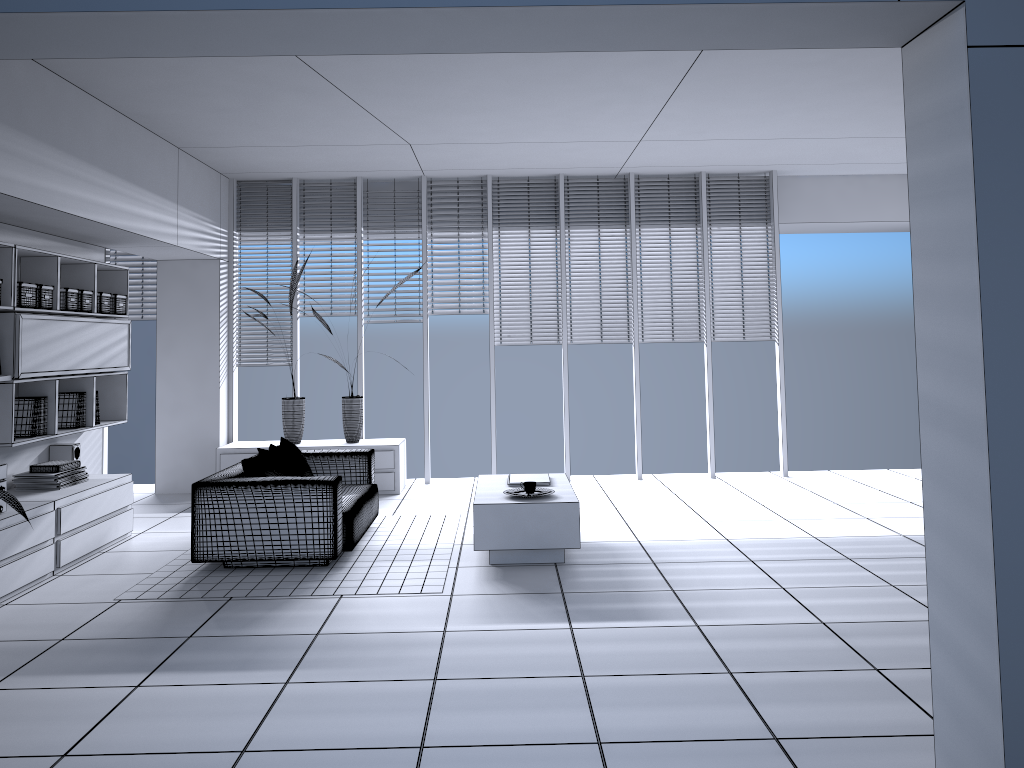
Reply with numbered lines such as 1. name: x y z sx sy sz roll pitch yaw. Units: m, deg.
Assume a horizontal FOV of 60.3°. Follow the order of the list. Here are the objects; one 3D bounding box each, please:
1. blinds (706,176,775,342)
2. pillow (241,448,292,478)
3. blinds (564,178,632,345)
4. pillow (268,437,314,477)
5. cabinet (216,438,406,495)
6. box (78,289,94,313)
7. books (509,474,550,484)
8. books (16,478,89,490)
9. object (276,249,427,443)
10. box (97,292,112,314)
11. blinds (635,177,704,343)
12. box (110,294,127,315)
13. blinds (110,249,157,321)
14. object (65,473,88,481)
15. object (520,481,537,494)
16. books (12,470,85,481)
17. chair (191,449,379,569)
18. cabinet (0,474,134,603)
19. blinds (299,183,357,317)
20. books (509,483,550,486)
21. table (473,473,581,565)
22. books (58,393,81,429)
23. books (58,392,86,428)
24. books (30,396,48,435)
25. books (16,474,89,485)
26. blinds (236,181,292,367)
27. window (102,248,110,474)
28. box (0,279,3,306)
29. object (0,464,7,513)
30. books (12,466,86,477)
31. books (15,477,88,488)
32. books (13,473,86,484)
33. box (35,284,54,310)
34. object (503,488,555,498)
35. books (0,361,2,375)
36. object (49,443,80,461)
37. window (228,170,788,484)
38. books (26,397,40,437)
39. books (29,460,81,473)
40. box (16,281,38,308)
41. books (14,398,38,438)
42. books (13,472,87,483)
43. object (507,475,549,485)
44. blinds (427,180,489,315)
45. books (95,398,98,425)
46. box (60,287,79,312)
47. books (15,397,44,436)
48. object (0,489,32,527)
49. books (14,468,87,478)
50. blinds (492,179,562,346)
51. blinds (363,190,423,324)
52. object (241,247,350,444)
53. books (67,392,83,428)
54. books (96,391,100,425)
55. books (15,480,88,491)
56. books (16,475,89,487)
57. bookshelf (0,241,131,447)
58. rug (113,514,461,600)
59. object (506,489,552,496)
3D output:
1. blinds: 2.310 -1.277 8.952 0.715 1.699 0.047 -1 -4 -1
2. pillow: -1.595 0.651 5.889 0.340 0.390 0.566 -1 1 -3
3. blinds: 0.871 -1.251 8.933 0.715 1.699 0.047 -1 -4 -1
4. pillow: -1.602 0.602 6.470 0.300 0.400 0.565 -1 1 -3
5. cabinet: -1.871 0.788 8.334 1.675 0.452 0.596 -1 0 -1
6. box: -3.233 -0.602 6.432 0.280 0.163 0.178 -1 0 -1
7. books: 0.122 0.666 6.207 0.285 0.008 0.415 -1 3 1
8. books: -3.122 0.679 6.009 0.285 0.008 0.415 -1 3 1
9. object: -1.566 -0.372 8.253 1.551 1.874 0.688 -1 -3 -6
10. box: -3.236 -0.616 6.734 0.280 0.163 0.178 -1 0 -1
11. blinds: 1.592 -1.264 8.943 0.715 1.699 0.047 -1 -4 -1
12. box: -3.240 -0.629 7.002 0.280 0.163 0.216 -1 0 -1
13. blinds: -3.748 -1.329 8.915 0.637 1.384 0.038 -1 -4 -1
14. object: -3.127 0.640 5.993 0.285 0.008 0.415 -1 3 1
15. object: 0.110 0.663 5.618 0.096 0.070 0.084 -1 0 -19
16. books: -3.130 0.620 5.961 0.285 0.008 0.415 -1 3 1
17. chair: -1.480 0.824 6.162 0.960 0.554 1.646 -1 2 -1
18. cabinet: -3.056 0.946 5.370 0.574 0.451 2.266 -1 2 -1
19. blinds: -1.844 -1.361 8.908 0.637 1.373 0.050 -1 -4 -1
20. books: 0.122 0.681 6.217 0.285 0.008 0.415 -1 3 1
21. table: 0.084 0.893 5.960 0.650 0.390 1.199 -1 2 -1
22. books: -3.237 0.194 6.382 0.207 0.261 0.074 -1 -3 -1
23. books: -3.242 0.190 6.481 0.207 0.260 0.050 -1 -3 0
24. books: -3.235 0.215 5.928 0.207 0.260 0.050 -1 -3 0
25. books: -3.120 0.650 6.010 0.285 0.008 0.415 -1 3 1
26. blinds: -2.482 -1.121 8.884 0.637 1.893 0.057 -1 -4 -1
27. window: -4.375 -0.491 8.768 0.688 3.144 0.099 -1 -4 -1
28. box: -3.218 -0.548 5.245 0.280 0.163 0.178 -1 0 -1
29. object: -3.032 0.603 4.806 0.347 0.270 0.429 -1 1 -1
30. books: -3.128 0.591 5.963 0.285 0.008 0.415 -1 3 1
31. books: -3.129 0.669 5.991 0.285 0.008 0.415 -1 3 1
32. books: -3.122 0.639 5.971 0.285 0.008 0.415 -1 3 1
33. box: -3.226 -0.576 5.861 0.281 0.163 0.174 -1 0 -1
34. object: 0.109 0.699 5.619 0.329 0.024 0.329 0 3 29
35. books: -3.228 -0.180 5.372 0.207 0.259 0.072 -1 -3 -1
36. object: -3.272 0.557 6.455 0.177 0.233 0.119 -1 -2 -1
37. window: -0.054 -0.569 8.794 5.502 3.144 0.099 -1 -4 -1
38. books: -3.231 0.220 5.809 0.207 0.261 0.074 -1 -3 -1
39. books: -3.095 0.560 5.974 0.207 0.050 0.258 -1 2 5
40. box: -3.223 -0.566 5.633 0.281 0.163 0.211 -1 0 0
41. books: -3.230 0.222 5.778 0.207 0.261 0.074 -1 -3 -1
42. books: -3.122 0.630 5.978 0.285 0.008 0.415 -1 3 1
43. object: 0.112 0.674 6.206 0.285 0.008 0.415 -1 3 1
44. blinds: -0.555 -1.386 8.926 0.637 1.384 0.038 -1 -4 -1
45. books: -3.251 0.183 6.681 0.207 0.261 0.074 -1 -3 0
46. box: -3.230 -0.592 6.209 0.280 0.163 0.178 -1 0 -1
47. books: -3.234 0.217 5.876 0.207 0.260 0.050 -1 -3 0
48. object: -2.703 0.418 4.167 1.172 1.593 0.249 -2 -3 31
49. books: -3.120 0.601 5.980 0.285 0.008 0.415 -1 3 1
50. blinds: 0.163 -1.238 8.924 0.715 1.699 0.047 -1 -4 -1
51. blinds: -1.198 -1.291 8.910 0.637 1.364 0.057 -1 -4 -1
52. object: -2.106 -0.941 8.608 1.424 3.003 0.492 -2 -4 28
53. books: -3.238 0.193 6.414 0.207 0.261 0.074 -1 -3 -1
54. books: -3.250 0.181 6.713 0.207 0.261 0.074 -1 -3 -1
55. books: -3.122 0.687 6.001 0.285 0.008 0.415 -1 3 1
56. books: -3.120 0.658 6.003 0.285 0.008 0.415 -1 3 1
57. bookshelf: -3.225 -0.251 5.724 0.327 1.255 2.813 -1 2 -1
58. rug: -1.293 1.111 5.940 1.798 0.001 2.229 -1 3 -1
59. object: 0.108 0.693 5.616 0.217 0.012 0.214 -4 4 -44
